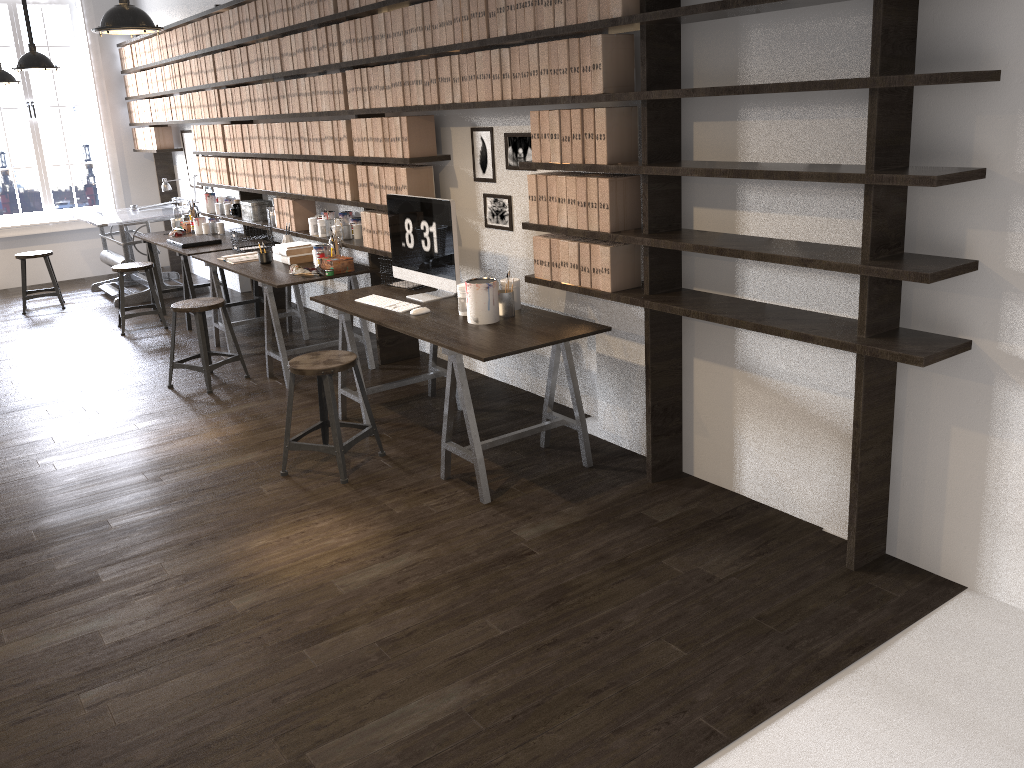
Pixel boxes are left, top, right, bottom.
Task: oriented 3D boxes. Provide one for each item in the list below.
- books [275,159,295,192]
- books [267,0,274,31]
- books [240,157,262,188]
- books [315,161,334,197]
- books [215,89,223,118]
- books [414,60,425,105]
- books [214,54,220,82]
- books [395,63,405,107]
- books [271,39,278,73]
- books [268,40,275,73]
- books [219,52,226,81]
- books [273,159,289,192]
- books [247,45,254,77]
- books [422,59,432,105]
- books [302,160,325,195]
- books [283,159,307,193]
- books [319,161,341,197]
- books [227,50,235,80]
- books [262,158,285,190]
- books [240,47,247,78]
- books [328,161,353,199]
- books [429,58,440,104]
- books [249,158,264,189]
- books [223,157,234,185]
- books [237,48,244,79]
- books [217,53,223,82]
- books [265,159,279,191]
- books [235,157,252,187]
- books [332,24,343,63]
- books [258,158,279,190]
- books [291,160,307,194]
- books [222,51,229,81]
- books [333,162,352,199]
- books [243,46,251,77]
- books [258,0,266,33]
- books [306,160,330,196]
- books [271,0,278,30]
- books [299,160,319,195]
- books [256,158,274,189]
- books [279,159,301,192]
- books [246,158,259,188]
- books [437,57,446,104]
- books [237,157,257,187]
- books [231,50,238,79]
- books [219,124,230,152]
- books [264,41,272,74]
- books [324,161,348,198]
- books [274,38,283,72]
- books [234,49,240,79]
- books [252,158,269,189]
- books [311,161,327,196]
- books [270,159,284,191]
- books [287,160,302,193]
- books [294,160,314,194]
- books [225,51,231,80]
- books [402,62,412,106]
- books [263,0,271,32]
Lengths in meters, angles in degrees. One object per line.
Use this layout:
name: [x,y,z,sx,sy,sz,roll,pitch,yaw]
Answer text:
books: [-1.621,-1.522,6.463,0.175,0.223,0.067,-14,19,-33]
books: [-1.567,-2.525,6.044,0.175,0.223,0.067,-14,19,-33]
books: [-2.062,-1.689,7.067,0.175,0.223,0.067,-14,19,-33]
books: [-1.212,-1.371,5.914,0.175,0.223,0.067,-14,19,-33]
books: [-2.327,-2.302,7.260,0.175,0.223,0.067,-14,19,-33]
books: [-0.412,-1.578,4.637,0.175,0.223,0.067,-14,19,-34]
books: [-2.281,-2.535,7.111,0.175,0.223,0.067,-14,19,-34]
books: [-0.535,-1.623,4.802,0.175,0.223,0.067,-14,19,-34]
books: [-1.554,-2.260,6.113,0.175,0.222,0.067,-14,19,-34]
books: [-1.591,-2.273,6.162,0.175,0.222,0.067,-14,19,-34]
books: [-2.205,-2.503,6.996,0.175,0.223,0.067,-14,19,-33]
books: [-1.654,-1.537,6.515,0.175,0.222,0.067,-14,19,-34]
books: [-1.833,-2.366,6.498,0.175,0.222,0.067,-14,19,-33]
books: [-0.367,-1.564,4.583,0.175,0.223,0.067,-14,19,-34]
books: [-1.332,-1.416,6.076,0.175,0.222,0.067,-14,19,-33]
books: [-1.534,-1.491,6.350,0.175,0.223,0.067,-14,19,-34]
books: [-1.174,-1.355,5.856,0.175,0.223,0.067,-14,19,-34]
books: [-2.088,-2.459,6.835,0.175,0.223,0.067,-14,19,-33]
books: [-1.777,-1.584,6.687,0.175,0.223,0.067,-14,19,-33]
books: [-1.920,-2.399,6.616,0.175,0.223,0.067,-14,19,-33]
books: [-1.090,-1.323,5.739,0.175,0.223,0.067,-14,19,-33]
books: [-0.328,-1.546,4.520,0.175,0.223,0.067,-14,19,-33]
books: [-1.945,-1.644,6.906,0.175,0.223,0.067,-14,19,-33]
books: [-2.303,-1.779,7.397,0.175,0.223,0.067,-14,19,-34]
books: [-1.965,-2.413,6.670,0.175,0.223,0.067,-14,19,-33]
books: [-2.242,-2.519,7.054,0.175,0.223,0.067,-14,19,-34]
books: [-1.738,-1.567,6.624,0.175,0.223,0.067,-14,19,-34]
books: [-2.139,-1.720,7.181,0.175,0.223,0.067,-14,19,-34]
books: [-0.982,-2.045,5.331,0.175,0.222,0.067,-14,19,-33]
books: [-1.822,-1.599,6.741,0.175,0.223,0.067,-14,19,-33]
books: [-1.451,-1.461,6.240,0.175,0.223,0.067,-14,19,-33]
books: [-2.161,-2.488,6.940,0.175,0.222,0.067,-14,19,-34]
books: [-1.042,-1.308,5.683,0.175,0.222,0.067,-14,19,-34]
books: [-1.881,-2.381,6.553,0.175,0.223,0.067,-14,19,-34]
books: [-1.655,-2.554,6.153,0.175,0.223,0.067,-14,19,-34]
books: [-1.297,-1.400,6.021,0.175,0.223,0.067,-14,19,-34]
books: [-1.528,-2.509,5.988,0.175,0.223,0.067,-14,19,-33]
books: [-1.370,-1.429,6.125,0.175,0.222,0.067,-14,19,-33]
books: [-1.860,-1.615,6.799,0.175,0.223,0.067,-14,19,-34]
books: [-1.579,-1.506,6.405,0.175,0.223,0.067,-14,19,-34]
books: [-1.980,-1.660,6.962,0.175,0.222,0.067,-14,19,-34]
books: [-0.280,-1.531,4.464,0.175,0.222,0.067,-14,19,-34]
books: [-2.099,-1.705,7.125,0.175,0.223,0.067,-14,19,-34]
books: [-2.044,-2.445,6.785,0.175,0.223,0.067,-14,19,-34]
books: [-2.316,-2.036,7.324,0.175,0.223,0.067,-14,19,-34]
books: [-1.635,-2.289,6.218,0.175,0.223,0.067,-14,19,-33]
books: [-1.129,-1.340,5.802,0.175,0.223,0.067,-14,19,-34]
books: [-1.519,-2.244,6.057,0.175,0.223,0.067,-14,19,-33]
books: [-2.003,-2.430,6.728,0.175,0.223,0.067,-14,19,-34]
books: [-1.901,-1.631,6.856,0.175,0.223,0.067,-14,19,-34]
books: [-1.253,-1.387,5.970,0.175,0.223,0.067,-14,19,-33]
books: [-1.690,-1.551,6.569,0.175,0.222,0.067,-14,19,-33]
books: [-1.490,-1.476,6.296,0.175,0.223,0.067,-14,19,-33]
books: [-1.413,-1.445,6.182,0.175,0.223,0.067,-14,19,-34]
books: [-2.123,-2.474,6.891,0.175,0.222,0.067,-14,19,-34]
books: [-0.491,-1.610,4.751,0.175,0.223,0.067,-14,19,-33]
books: [-1.610,-2.539,6.097,0.175,0.223,0.067,-14,19,-34]
